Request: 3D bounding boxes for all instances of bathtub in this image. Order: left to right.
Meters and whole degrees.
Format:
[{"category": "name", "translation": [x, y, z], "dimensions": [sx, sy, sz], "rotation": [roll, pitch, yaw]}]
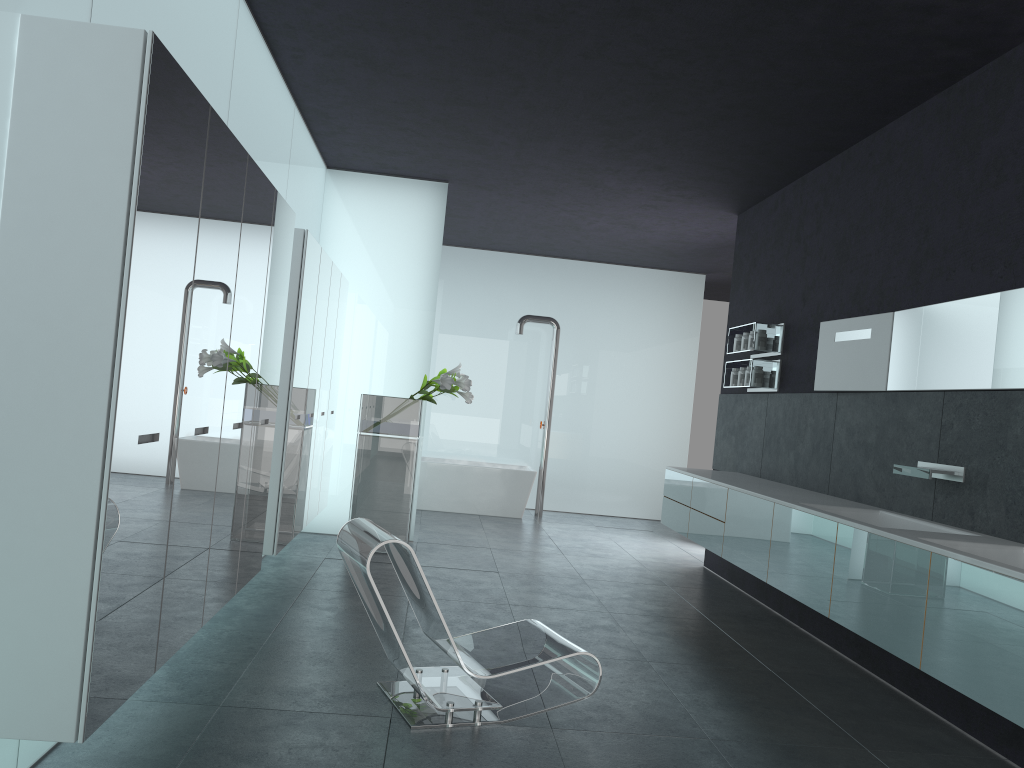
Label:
[{"category": "bathtub", "translation": [-0.696, 1.330, 12.434], "dimensions": [1.978, 0.858, 0.960], "rotation": [6, -1, -5]}]

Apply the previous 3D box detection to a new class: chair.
[{"category": "chair", "translation": [-0.226, 1.180, 4.492], "dimensions": [1.262, 0.871, 0.628], "rotation": [6, -1, -23]}]

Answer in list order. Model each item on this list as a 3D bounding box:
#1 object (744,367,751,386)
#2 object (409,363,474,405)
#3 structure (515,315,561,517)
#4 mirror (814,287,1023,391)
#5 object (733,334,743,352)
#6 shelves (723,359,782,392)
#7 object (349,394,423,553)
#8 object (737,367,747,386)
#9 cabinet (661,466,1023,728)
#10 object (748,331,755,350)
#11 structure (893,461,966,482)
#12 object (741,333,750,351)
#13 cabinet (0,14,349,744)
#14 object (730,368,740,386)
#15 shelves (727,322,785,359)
[{"category": "object", "translation": [2.189, -0.065, 8.144], "dimensions": [0.096, 0.184, 0.067], "rotation": [6, 0, -6]}, {"category": "object", "translation": [-0.880, 0.128, 8.609], "dimensions": [1.024, 0.779, 0.974], "rotation": [6, -1, -13]}, {"category": "structure", "translation": [0.250, 0.467, 12.504], "dimensions": [0.643, 2.871, 0.123], "rotation": [6, 0, -5]}, {"category": "mirror", "translation": [2.609, -0.232, 5.008], "dimensions": [0.109, 0.532, 3.722], "rotation": [6, -1, -6]}, {"category": "object", "translation": [2.188, -0.385, 8.545], "dimensions": [0.096, 0.184, 0.067], "rotation": [6, 0, -13]}, {"category": "shelves", "translation": [2.230, -0.081, 8.270], "dimensions": [0.265, 0.285, 0.770], "rotation": [6, -1, -5]}, {"category": "object", "translation": [-1.242, 0.868, 8.735], "dimensions": [0.585, 1.491, 0.575], "rotation": [6, 0, -5]}, {"category": "object", "translation": [2.174, -0.062, 8.331], "dimensions": [0.096, 0.184, 0.068], "rotation": [6, 0, 4]}, {"category": "cabinet", "translation": [2.061, 1.065, 5.851], "dimensions": [0.734, 0.556, 5.583], "rotation": [6, -1, -5]}, {"category": "object", "translation": [2.221, -0.391, 8.144], "dimensions": [0.096, 0.184, 0.067], "rotation": [6, 0, -6]}, {"category": "structure", "translation": [2.436, 0.507, 5.218], "dimensions": [0.186, 0.088, 0.482], "rotation": [6, -1, -5]}, {"category": "object", "translation": [2.206, -0.388, 8.332], "dimensions": [0.096, 0.184, 0.068], "rotation": [6, 0, 4]}, {"category": "cabinet", "translation": [-1.660, 0.035, 5.714], "dimensions": [0.398, 2.215, 6.004], "rotation": [6, -1, -5]}, {"category": "object", "translation": [2.156, -0.059, 8.545], "dimensions": [0.096, 0.184, 0.067], "rotation": [6, 0, -13]}, {"category": "shelves", "translation": [2.262, -0.407, 8.270], "dimensions": [0.265, 0.285, 0.770], "rotation": [6, -1, -5]}]
